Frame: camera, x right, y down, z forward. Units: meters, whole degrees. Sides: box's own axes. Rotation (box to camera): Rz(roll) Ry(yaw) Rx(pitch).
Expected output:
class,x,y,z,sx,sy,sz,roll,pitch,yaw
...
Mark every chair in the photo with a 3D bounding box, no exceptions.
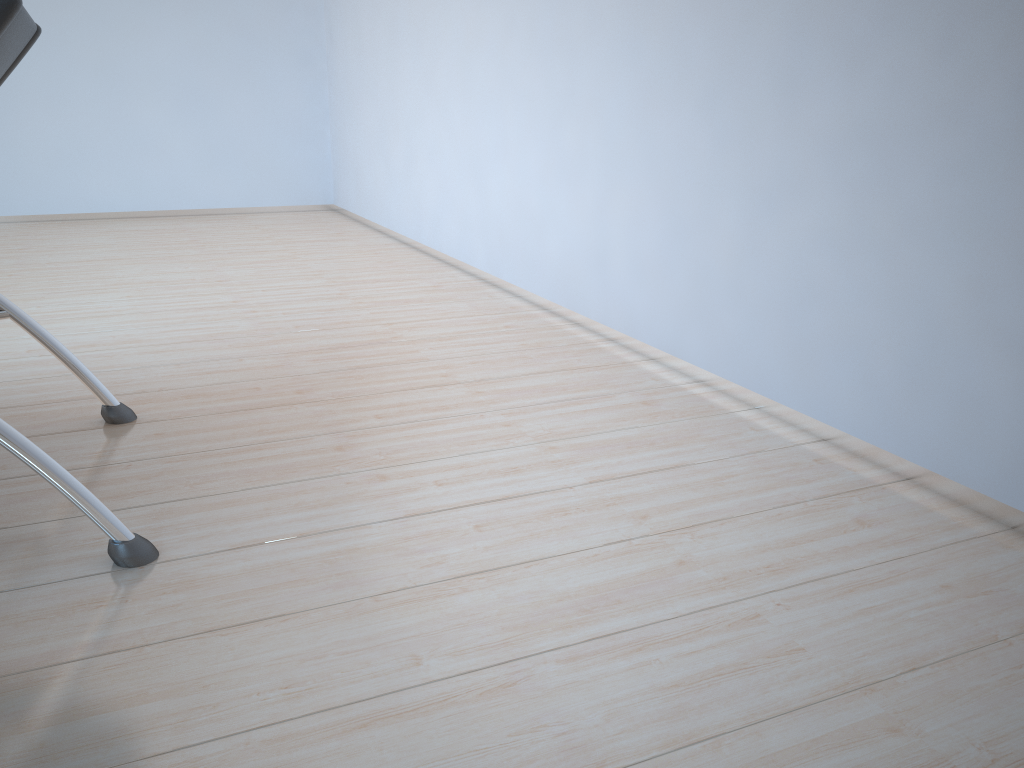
class,x,y,z,sx,sy,sz,roll,pitch,yaw
chair,-1.738,-0.139,1.329,2.114,0.953,0.836,-7,19,-24
